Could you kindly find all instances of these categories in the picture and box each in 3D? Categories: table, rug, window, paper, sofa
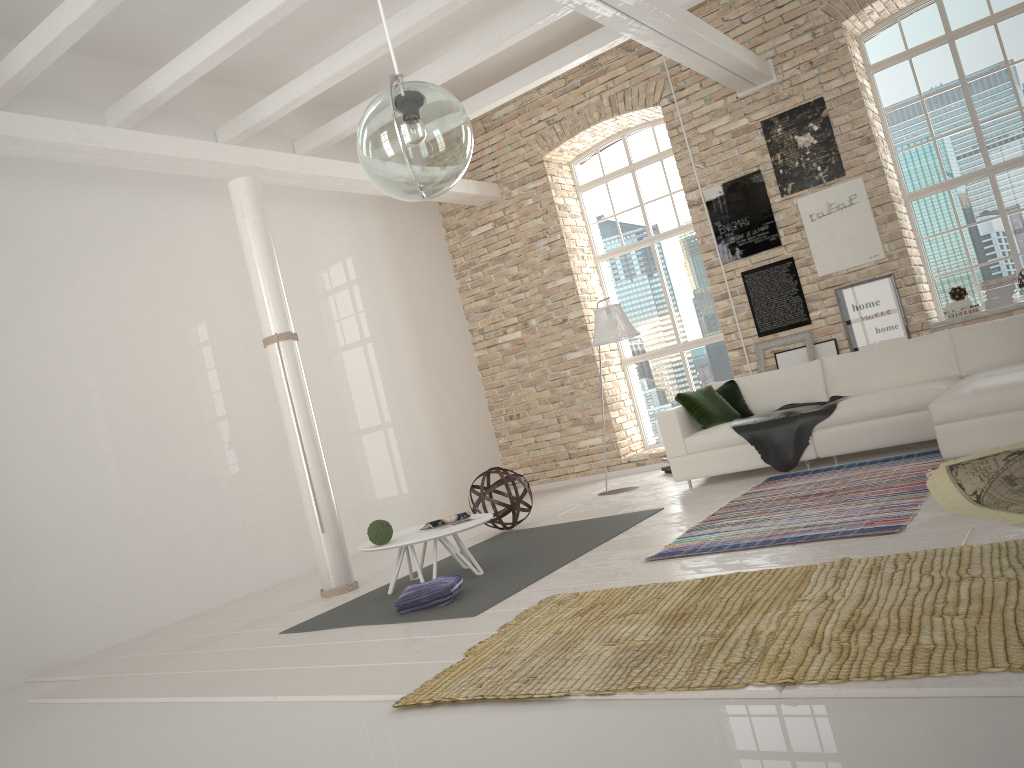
[{"bbox_3d":[-0.526,1.125,5.817,0.851,0.343,0.969,-12,-3,-41],"label":"table"},{"bbox_3d":[1.867,0.706,5.467,1.497,0.008,2.510,-15,-2,33],"label":"rug"},{"bbox_3d":[-0.139,1.212,5.989,1.529,0.042,2.542,-15,-2,33],"label":"rug"},{"bbox_3d":[-1.159,-0.607,5.808,1.522,3.664,10.700,-17,-3,34],"label":"window"},{"bbox_3d":[2.729,0.295,3.797,1.474,0.266,1.054,-14,-2,1],"label":"paper"},{"bbox_3d":[2.638,0.162,6.453,3.489,0.843,2.032,-15,-3,35],"label":"sofa"},{"bbox_3d":[0.809,0.880,3.354,2.331,0.021,1.444,-15,-2,29],"label":"rug"},{"bbox_3d":[1.443,-1.660,3.826,1.522,2.995,10.700,-17,-3,34],"label":"window"}]

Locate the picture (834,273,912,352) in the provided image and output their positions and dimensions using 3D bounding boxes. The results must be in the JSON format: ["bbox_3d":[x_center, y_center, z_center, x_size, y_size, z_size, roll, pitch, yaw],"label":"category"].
[{"bbox_3d":[3.360,-0.591,8.282,0.552,0.758,0.011,-17,-5,36],"label":"picture"}]

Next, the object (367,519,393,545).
[{"bbox_3d":[-0.832,0.937,5.627,0.165,0.164,0.159,-15,-3,11],"label":"object"}]

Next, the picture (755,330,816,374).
[{"bbox_3d":[2.671,-0.169,8.672,0.579,0.584,0.265,-16,-4,35],"label":"picture"}]

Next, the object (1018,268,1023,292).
[{"bbox_3d":[4.502,-0.896,7.608,0.322,0.308,0.289,-15,-3,26],"label":"object"}]

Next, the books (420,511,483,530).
[{"bbox_3d":[-0.412,0.898,5.862,0.290,0.048,0.391,-13,-2,-26],"label":"books"}]

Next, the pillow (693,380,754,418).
[{"bbox_3d":[1.830,0.174,7.782,0.406,0.366,0.317,-14,-3,-8],"label":"pillow"}]

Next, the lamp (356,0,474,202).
[{"bbox_3d":[-0.547,-1.547,3.862,0.469,1.603,0.534,-11,-5,-41],"label":"lamp"}]

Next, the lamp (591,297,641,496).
[{"bbox_3d":[0.949,0.117,8.311,0.431,1.780,1.044,-13,-4,-23],"label":"lamp"}]

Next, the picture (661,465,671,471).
[{"bbox_3d":[1.979,0.744,8.889,0.755,0.048,0.608,-13,-2,-18],"label":"picture"}]

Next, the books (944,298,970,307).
[{"bbox_3d":[3.992,-0.728,7.994,0.194,0.030,0.166,-15,-2,24],"label":"books"}]

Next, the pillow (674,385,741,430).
[{"bbox_3d":[1.658,0.194,7.583,0.393,0.344,0.321,-12,-4,-30],"label":"pillow"}]

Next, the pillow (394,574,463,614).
[{"bbox_3d":[-0.468,1.204,5.086,0.364,0.164,0.344,-14,-2,11],"label":"pillow"}]

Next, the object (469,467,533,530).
[{"bbox_3d":[-0.095,0.981,7.655,0.553,0.544,0.528,-15,-3,11],"label":"object"}]

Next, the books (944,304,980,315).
[{"bbox_3d":[4.023,-0.669,7.964,0.288,0.024,0.205,-15,-2,32],"label":"books"}]

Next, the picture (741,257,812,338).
[{"bbox_3d":[2.611,-0.853,8.813,0.544,0.682,0.060,-16,-5,36],"label":"picture"}]

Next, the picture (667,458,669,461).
[{"bbox_3d":[1.937,0.635,8.859,0.809,0.048,0.568,-14,-2,13],"label":"picture"}]

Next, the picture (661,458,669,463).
[{"bbox_3d":[1.960,0.669,8.878,0.775,0.048,0.593,-14,-2,-6],"label":"picture"}]

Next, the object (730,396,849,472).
[{"bbox_3d":[2.275,0.409,7.144,0.951,0.465,0.726,-15,-3,33],"label":"object"}]

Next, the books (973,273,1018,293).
[{"bbox_3d":[4.362,-0.908,8.037,0.316,0.085,0.220,-14,-2,16],"label":"books"}]

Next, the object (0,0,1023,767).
[{"bbox_3d":[1.090,-1.608,4.119,10.784,4.809,11.090,-15,-3,35],"label":"object"}]

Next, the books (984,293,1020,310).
[{"bbox_3d":[4.414,-0.748,8.023,0.254,0.088,0.296,-16,-3,40],"label":"books"}]

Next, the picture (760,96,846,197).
[{"bbox_3d":[2.779,-2.260,8.538,0.626,0.786,0.034,-16,-5,36],"label":"picture"}]

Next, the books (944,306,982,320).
[{"bbox_3d":[4.030,-0.634,7.963,0.293,0.049,0.205,-15,-2,32],"label":"books"}]

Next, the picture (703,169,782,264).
[{"bbox_3d":[2.300,-1.667,8.932,0.628,0.787,0.034,-16,-5,36],"label":"picture"}]

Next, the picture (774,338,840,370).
[{"bbox_3d":[2.883,-0.090,8.605,0.612,0.570,0.137,-16,-4,36],"label":"picture"}]

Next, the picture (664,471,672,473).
[{"bbox_3d":[1.978,0.781,8.855,0.781,0.048,0.590,-14,-2,-4],"label":"picture"}]

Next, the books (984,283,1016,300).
[{"bbox_3d":[4.394,-0.828,8.030,0.252,0.088,0.298,-15,-3,29],"label":"books"}]

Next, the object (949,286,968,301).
[{"bbox_3d":[4.017,-0.815,8.025,0.136,0.138,0.149,-12,-3,-28],"label":"object"}]

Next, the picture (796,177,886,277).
[{"bbox_3d":[3.084,-1.469,8.383,0.628,0.786,0.034,-16,-5,36],"label":"picture"}]

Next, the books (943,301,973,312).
[{"bbox_3d":[3.996,-0.693,7.996,0.213,0.041,0.184,-15,-2,21],"label":"books"}]
